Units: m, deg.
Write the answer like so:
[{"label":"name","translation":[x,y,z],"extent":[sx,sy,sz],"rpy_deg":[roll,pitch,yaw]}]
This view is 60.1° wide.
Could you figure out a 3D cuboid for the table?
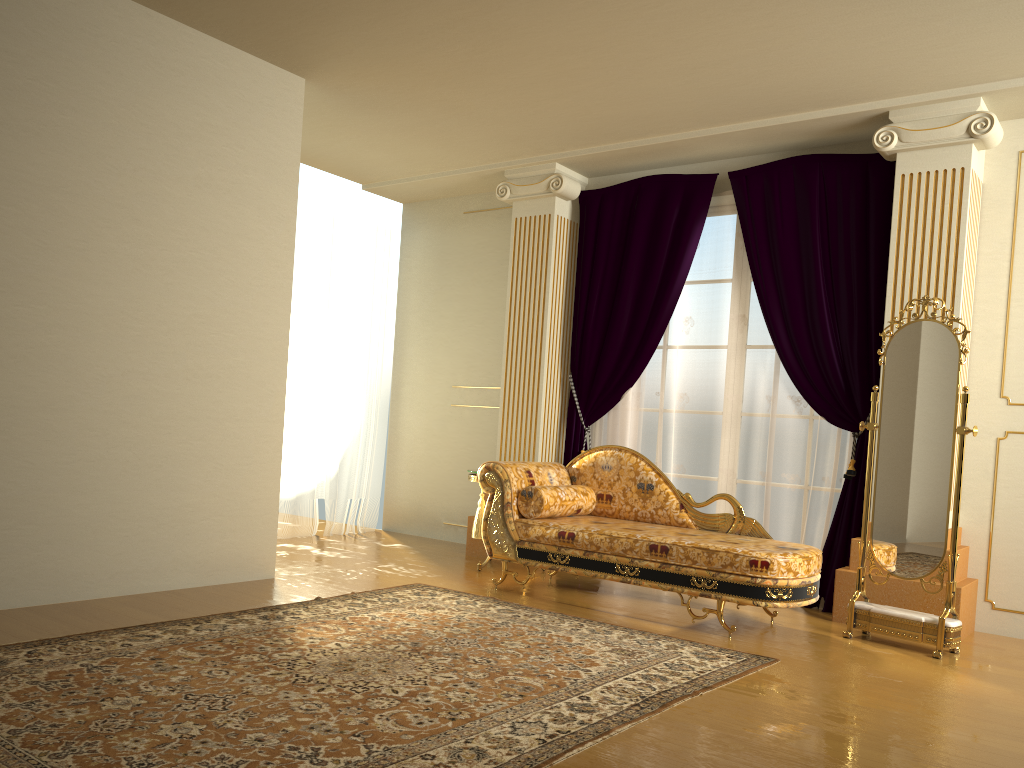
[{"label":"table","translation":[-0.031,0.903,5.847],"extent":[0.571,0.643,0.571],"rpy_deg":[4,-1,-8]}]

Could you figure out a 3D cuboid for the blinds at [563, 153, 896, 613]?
[{"label":"blinds","translation":[1.284,-0.028,5.598],"extent":[2.230,2.654,0.340],"rpy_deg":[3,1,38]}]

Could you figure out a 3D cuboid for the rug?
[{"label":"rug","translation":[-0.602,1.038,3.218],"extent":[2.113,0.017,3.087],"rpy_deg":[2,-4,37]}]

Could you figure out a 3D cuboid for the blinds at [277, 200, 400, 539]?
[{"label":"blinds","translation":[-1.631,-0.101,6.504],"extent":[0.163,2.507,2.171],"rpy_deg":[5,0,39]}]

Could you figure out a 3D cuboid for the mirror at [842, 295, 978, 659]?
[{"label":"mirror","translation":[1.933,0.420,4.266],"extent":[0.243,1.701,0.540],"rpy_deg":[3,1,-43]}]

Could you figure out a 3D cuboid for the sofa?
[{"label":"sofa","translation":[0.703,0.781,4.801],"extent":[1.889,0.871,0.695],"rpy_deg":[2,-1,37]}]
